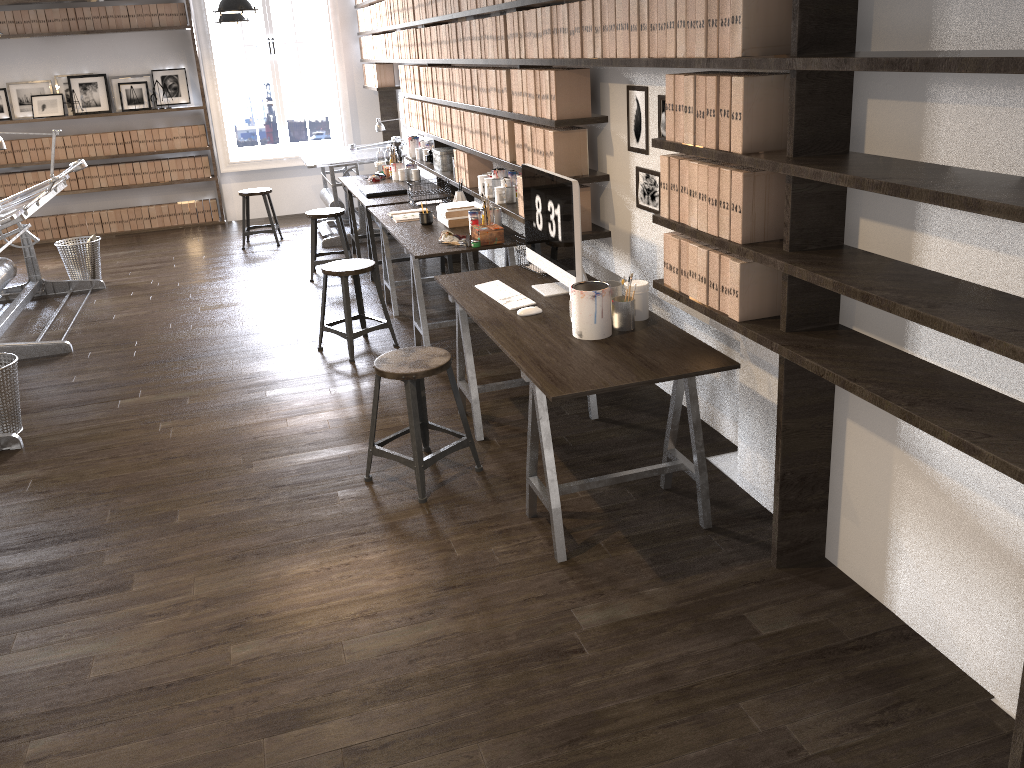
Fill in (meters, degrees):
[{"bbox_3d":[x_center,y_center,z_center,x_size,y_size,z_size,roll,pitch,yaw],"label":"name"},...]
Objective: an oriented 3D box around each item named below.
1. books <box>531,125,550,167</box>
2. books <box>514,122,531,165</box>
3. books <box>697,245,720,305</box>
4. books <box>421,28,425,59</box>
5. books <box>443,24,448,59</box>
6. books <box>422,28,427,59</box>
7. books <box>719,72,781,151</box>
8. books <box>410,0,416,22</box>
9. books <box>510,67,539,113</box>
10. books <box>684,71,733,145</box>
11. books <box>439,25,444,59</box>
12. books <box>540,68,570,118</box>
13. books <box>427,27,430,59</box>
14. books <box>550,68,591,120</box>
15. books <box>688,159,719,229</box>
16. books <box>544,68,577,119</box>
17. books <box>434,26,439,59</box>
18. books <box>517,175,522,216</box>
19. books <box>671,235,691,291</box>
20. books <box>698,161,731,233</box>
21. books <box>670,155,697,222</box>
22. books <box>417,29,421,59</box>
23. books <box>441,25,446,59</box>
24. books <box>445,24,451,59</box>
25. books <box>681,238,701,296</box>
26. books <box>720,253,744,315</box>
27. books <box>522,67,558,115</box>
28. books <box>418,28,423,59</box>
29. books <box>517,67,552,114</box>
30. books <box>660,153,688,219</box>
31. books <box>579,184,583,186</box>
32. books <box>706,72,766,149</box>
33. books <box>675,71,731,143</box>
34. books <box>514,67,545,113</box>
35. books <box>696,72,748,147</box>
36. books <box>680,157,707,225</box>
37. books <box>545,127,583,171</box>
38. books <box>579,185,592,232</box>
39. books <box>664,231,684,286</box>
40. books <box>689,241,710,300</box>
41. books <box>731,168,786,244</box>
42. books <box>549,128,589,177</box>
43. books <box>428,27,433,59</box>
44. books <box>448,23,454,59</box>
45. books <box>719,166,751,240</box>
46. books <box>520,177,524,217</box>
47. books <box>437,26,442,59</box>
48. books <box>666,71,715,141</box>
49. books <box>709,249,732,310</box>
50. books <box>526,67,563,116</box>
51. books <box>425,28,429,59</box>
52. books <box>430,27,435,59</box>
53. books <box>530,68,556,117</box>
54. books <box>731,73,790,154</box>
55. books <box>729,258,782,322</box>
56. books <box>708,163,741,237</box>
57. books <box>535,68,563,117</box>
[{"bbox_3d":[0.196,-1.197,4.497,0.175,0.222,0.067,-9,20,-15],"label":"books"},{"bbox_3d":[0.110,-1.294,4.762,0.175,0.222,0.067,-9,20,-15],"label":"books"},{"bbox_3d":[0.722,-0.360,3.003,0.175,0.222,0.068,-9,20,-15],"label":"books"},{"bbox_3d":[-0.581,-2.544,6.615,0.175,0.222,0.067,-9,20,-15],"label":"books"},{"bbox_3d":[-0.361,-2.288,5.917,0.175,0.222,0.067,-9,20,-15],"label":"books"},{"bbox_3d":[-0.564,-2.519,6.549,0.175,0.222,0.067,-9,20,-15],"label":"books"},{"bbox_3d":[0.730,-0.834,2.720,0.175,0.222,0.067,-9,20,-15],"label":"books"},{"bbox_3d":[-0.681,-2.887,6.768,0.175,0.222,0.068,-9,20,-15],"label":"books"},{"bbox_3d":[0.089,-1.556,4.691,0.175,0.222,0.067,-9,20,-15],"label":"books"},{"bbox_3d":[0.660,-0.907,2.919,0.175,0.222,0.067,-9,20,-15],"label":"books"},{"bbox_3d":[-0.396,-2.336,6.048,0.175,0.222,0.067,-9,20,-15],"label":"books"},{"bbox_3d":[0.231,-1.395,4.253,0.175,0.222,0.067,-9,20,-15],"label":"books"},{"bbox_3d":[-0.519,-2.473,6.421,0.175,0.222,0.067,-9,20,-15],"label":"books"},{"bbox_3d":[0.273,-1.348,4.124,0.175,0.222,0.067,-9,20,-15],"label":"books"},{"bbox_3d":[0.687,-0.641,2.979,0.175,0.222,0.067,-9,20,-15],"label":"books"},{"bbox_3d":[0.248,-1.371,4.187,0.175,0.222,0.067,-9,20,-15],"label":"books"},{"bbox_3d":[-0.443,-2.382,6.174,0.175,0.222,0.068,-9,20,-15],"label":"books"},{"bbox_3d":[0.124,-1.036,4.848,0.175,0.222,0.067,-9,20,-15],"label":"books"},{"bbox_3d":[0.663,-0.425,3.181,0.175,0.222,0.068,-9,20,-15],"label":"books"},{"bbox_3d":[0.705,-0.616,2.912,0.175,0.222,0.067,-9,20,-15],"label":"books"},{"bbox_3d":[0.647,-0.688,3.107,0.175,0.222,0.067,-9,20,-15],"label":"books"},{"bbox_3d":[-0.625,-2.594,6.751,0.175,0.222,0.067,-9,20,-15],"label":"books"},{"bbox_3d":[-0.379,-2.312,5.983,0.175,0.222,0.067,-9,20,-15],"label":"books"},{"bbox_3d":[-0.340,-2.264,5.851,0.175,0.222,0.068,-9,20,-15],"label":"books"},{"bbox_3d":[0.687,-0.404,3.122,0.175,0.222,0.067,-9,20,-15],"label":"books"},{"bbox_3d":[0.769,-0.314,2.877,0.175,0.222,0.067,-9,20,-15],"label":"books"},{"bbox_3d":[0.148,-1.484,4.496,0.175,0.222,0.067,-9,20,-15],"label":"books"},{"bbox_3d":[-0.609,-2.568,6.682,0.175,0.222,0.068,-9,20,-15],"label":"books"},{"bbox_3d":[0.125,-1.508,4.562,0.175,0.222,0.068,-9,20,-15],"label":"books"},{"bbox_3d":[0.623,-0.711,3.170,0.175,0.222,0.068,-9,20,-15],"label":"books"},{"bbox_3d":[0.269,-0.871,4.398,0.175,0.222,0.067,-9,20,-15],"label":"books"},{"bbox_3d":[0.702,-0.858,2.786,0.175,0.222,0.068,-9,20,-15],"label":"books"},{"bbox_3d":[0.643,-0.931,2.985,0.175,0.222,0.067,-9,20,-15],"label":"books"},{"bbox_3d":[0.108,-1.532,4.627,0.175,0.222,0.067,-9,20,-15],"label":"books"},{"bbox_3d":[0.686,-0.884,2.856,0.175,0.222,0.067,-9,20,-15],"label":"books"},{"bbox_3d":[0.670,-0.665,3.044,0.175,0.222,0.067,-9,20,-15],"label":"books"},{"bbox_3d":[0.256,-1.129,4.310,0.175,0.222,0.067,-9,20,-15],"label":"books"},{"bbox_3d":[0.294,-0.848,4.334,0.175,0.222,0.067,-9,20,-15],"label":"books"},{"bbox_3d":[0.648,-0.449,3.244,0.175,0.222,0.067,-9,20,-15],"label":"books"},{"bbox_3d":[0.704,-0.382,3.064,0.175,0.222,0.067,-9,20,-15],"label":"books"},{"bbox_3d":[0.769,-0.551,2.732,0.175,0.222,0.067,-9,20,-15],"label":"books"},{"bbox_3d":[0.273,-1.107,4.252,0.175,0.222,0.067,-9,20,-15],"label":"books"},{"bbox_3d":[-0.504,-2.449,6.358,0.175,0.222,0.068,-9,20,-15],"label":"books"},{"bbox_3d":[-0.317,-2.243,5.794,0.175,0.222,0.067,-9,20,-15],"label":"books"},{"bbox_3d":[0.747,-0.574,2.795,0.175,0.222,0.067,-9,20,-15],"label":"books"},{"bbox_3d":[0.142,-1.011,4.781,0.175,0.222,0.067,-9,20,-15],"label":"books"},{"bbox_3d":[-0.419,-2.359,6.111,0.175,0.222,0.067,-9,20,-15],"label":"books"},{"bbox_3d":[0.622,-0.955,3.050,0.175,0.222,0.067,-9,20,-15],"label":"books"},{"bbox_3d":[0.747,-0.337,2.940,0.175,0.222,0.067,-9,20,-15],"label":"books"},{"bbox_3d":[0.169,-1.464,4.440,0.175,0.222,0.067,-9,20,-15],"label":"books"},{"bbox_3d":[-0.540,-2.497,6.486,0.175,0.222,0.067,-9,20,-15],"label":"books"},{"bbox_3d":[-0.480,-2.428,6.298,0.175,0.222,0.067,-9,20,-15],"label":"books"},{"bbox_3d":[0.184,-1.441,4.378,0.175,0.222,0.068,-9,20,-15],"label":"books"},{"bbox_3d":[0.750,-0.809,2.650,0.175,0.222,0.067,-9,20,-15],"label":"books"},{"bbox_3d":[0.782,-0.291,2.816,0.175,0.222,0.068,-9,20,-15],"label":"books"},{"bbox_3d":[0.725,-0.594,2.852,0.175,0.222,0.068,-9,20,-15],"label":"books"},{"bbox_3d":[0.210,-1.419,4.318,0.175,0.222,0.067,-9,20,-15],"label":"books"}]
